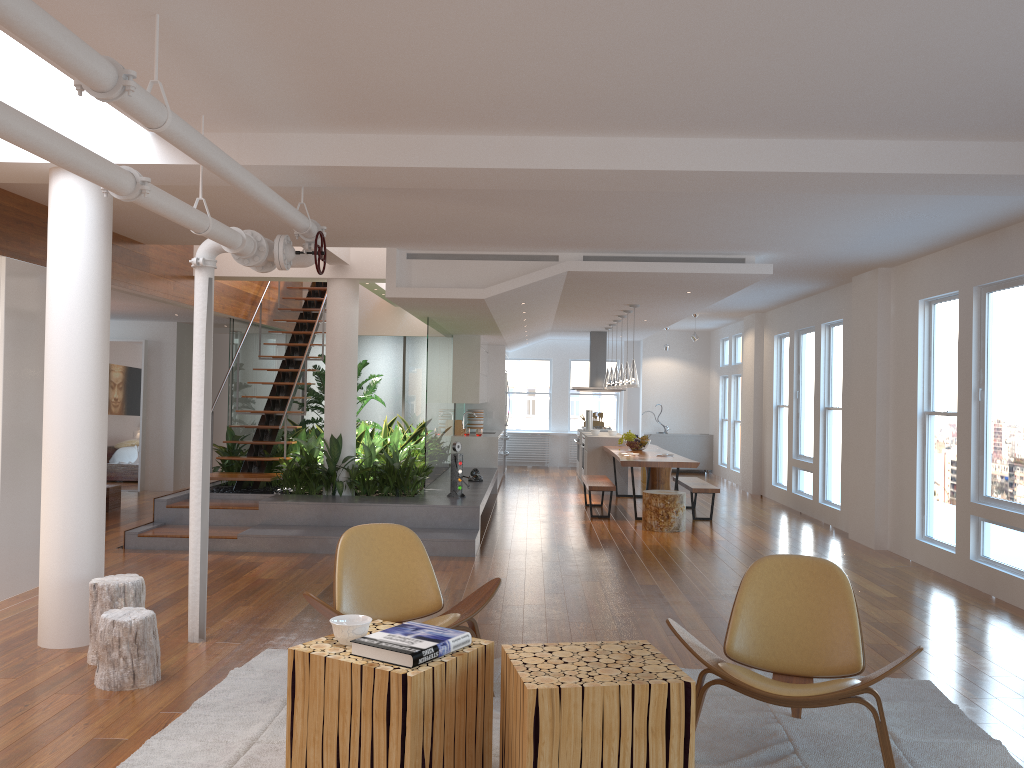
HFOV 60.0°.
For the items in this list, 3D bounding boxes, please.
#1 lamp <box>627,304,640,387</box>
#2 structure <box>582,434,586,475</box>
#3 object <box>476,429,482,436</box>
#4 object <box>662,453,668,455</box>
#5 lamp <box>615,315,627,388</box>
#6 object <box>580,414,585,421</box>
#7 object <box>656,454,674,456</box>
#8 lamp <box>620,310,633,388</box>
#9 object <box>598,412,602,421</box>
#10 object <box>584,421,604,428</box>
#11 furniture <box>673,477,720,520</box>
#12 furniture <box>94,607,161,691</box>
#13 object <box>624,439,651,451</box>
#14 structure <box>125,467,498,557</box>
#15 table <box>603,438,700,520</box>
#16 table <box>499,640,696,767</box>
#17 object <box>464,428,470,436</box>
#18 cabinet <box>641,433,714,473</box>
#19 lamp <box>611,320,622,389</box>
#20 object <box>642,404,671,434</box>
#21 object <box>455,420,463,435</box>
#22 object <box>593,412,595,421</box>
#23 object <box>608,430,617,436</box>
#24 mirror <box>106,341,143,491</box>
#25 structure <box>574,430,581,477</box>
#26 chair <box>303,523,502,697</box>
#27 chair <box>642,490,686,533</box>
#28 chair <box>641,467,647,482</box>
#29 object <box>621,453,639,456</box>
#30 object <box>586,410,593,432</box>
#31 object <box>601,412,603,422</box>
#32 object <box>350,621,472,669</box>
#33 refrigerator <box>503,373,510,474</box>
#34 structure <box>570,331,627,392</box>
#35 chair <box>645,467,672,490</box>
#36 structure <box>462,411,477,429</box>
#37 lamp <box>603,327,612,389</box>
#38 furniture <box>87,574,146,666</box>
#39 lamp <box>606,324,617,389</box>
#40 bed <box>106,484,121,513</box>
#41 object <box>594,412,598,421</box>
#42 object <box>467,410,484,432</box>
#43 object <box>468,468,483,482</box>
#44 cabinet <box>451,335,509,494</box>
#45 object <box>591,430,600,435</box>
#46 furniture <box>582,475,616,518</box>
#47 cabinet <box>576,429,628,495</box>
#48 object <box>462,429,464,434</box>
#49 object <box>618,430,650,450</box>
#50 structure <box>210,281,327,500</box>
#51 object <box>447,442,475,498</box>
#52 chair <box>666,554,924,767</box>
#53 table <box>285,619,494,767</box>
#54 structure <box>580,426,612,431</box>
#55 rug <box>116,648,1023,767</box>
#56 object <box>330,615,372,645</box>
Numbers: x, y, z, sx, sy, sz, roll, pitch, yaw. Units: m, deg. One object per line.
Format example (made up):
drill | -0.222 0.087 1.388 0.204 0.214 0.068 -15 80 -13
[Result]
lamp | 1.462 -0.490 10.643 0.160 1.060 0.160 1 -1 28
structure | 1.122 1.124 13.824 0.072 0.648 0.644 1 -1 1
object | -0.479 0.703 12.894 0.094 0.106 0.094 1 -1 7
object | 1.878 0.869 10.878 0.079 0.030 0.070 0 -1 45
lamp | 1.495 -0.472 12.088 0.160 1.060 0.160 1 -1 28
object | 1.295 0.660 15.703 0.199 0.259 0.016 1 -1 12
object | 1.878 0.875 10.878 0.222 0.020 0.222 1 -1 -7
lamp | 1.479 -0.481 11.365 0.160 1.060 0.160 1 -1 28
object | 1.549 0.649 15.682 0.068 0.298 0.039 1 -1 1
object | 1.449 0.725 15.691 0.353 0.157 0.084 1 -1 1
furniture | 2.244 1.403 10.897 0.316 0.389 1.433 1 -1 1
furniture | -1.859 1.276 4.305 0.294 0.333 0.292 1 -1 -28
object | 1.679 0.821 11.906 0.360 0.159 0.360 2 -1 -35
structure | -1.798 1.339 10.565 3.088 0.386 5.584 1 -1 1
table | 1.721 1.256 12.916 0.893 0.704 5.996 1 -1 1
table | 0.269 1.214 3.016 0.548 0.534 0.489 1 -1 -10
object | -0.660 0.700 12.944 0.094 0.106 0.094 1 -1 7
cabinet | 3.142 1.312 16.931 1.309 0.725 0.420 1 -1 1
lamp | 1.512 -0.463 12.811 0.160 1.060 0.160 1 -1 28
object | 2.769 0.661 16.904 0.590 0.563 0.210 1 -1 -27
object | -0.794 0.647 13.219 0.104 0.222 0.200 1 -1 1
object | 1.451 0.646 15.702 0.061 0.299 0.040 1 -1 -1
object | 1.503 0.736 13.244 0.152 0.082 0.152 2 -1 -38
mirror | -5.744 0.427 12.205 1.267 2.044 0.049 1 -1 1
structure | 1.401 1.189 15.229 0.649 0.735 0.890 1 -1 1
chair | -0.484 1.105 4.238 0.856 0.752 0.867 1 -1 6
chair | 1.640 1.367 9.572 0.460 0.400 0.460 1 -1 11
chair | 2.369 1.429 14.986 0.344 0.430 0.549 1 -1 5
object | 1.458 0.868 10.935 0.222 0.020 0.222 0 -1 42
object | 1.300 0.614 14.792 0.172 0.356 0.120 2 -1 -41
object | 1.586 0.650 15.699 0.057 0.294 0.030 1 -1 1
object | -0.352 0.913 3.118 0.279 0.048 0.334 1 -1 32
refrigerator | -0.405 0.693 15.703 0.725 1.772 0.908 1 -1 1
structure | 1.478 -0.567 15.233 0.909 1.405 0.900 1 -1 1
chair | 2.111 1.392 12.777 0.396 0.455 0.402 1 -1 -9
structure | -0.673 0.688 13.961 0.248 0.536 0.115 1 -1 1
lamp | 1.545 -0.446 14.257 0.160 1.060 0.160 1 -1 28
furniture | -2.070 1.234 4.664 0.290 0.418 0.298 2 -1 -36
lamp | 1.529 -0.454 13.534 0.160 1.060 0.160 1 -1 28
bed | -5.744 1.133 9.283 2.314 0.595 2.207 1 -1 1
object | 1.485 0.647 15.681 0.057 0.299 0.019 1 -1 1
object | -0.601 0.600 14.515 0.267 0.356 0.266 1 -1 27
object | -0.455 1.095 10.713 0.216 0.155 0.181 2 -1 -34
cabinet | -0.473 0.468 14.964 0.676 2.280 4.565 1 -1 1
object | 1.256 0.733 13.374 0.152 0.082 0.152 0 -1 41
furniture | 1.052 1.381 10.924 0.316 0.389 1.433 1 -1 1
cabinet | 1.420 1.204 14.320 0.597 0.832 2.936 1 -1 1
object | -0.775 0.676 13.467 0.100 0.170 0.173 1 -1 3
object | 1.655 0.757 11.921 0.394 0.284 0.292 2 -1 -35
structure | -1.956 -0.743 11.257 2.552 4.265 4.591 1 -1 1
object | -0.507 0.873 9.000 0.318 0.565 0.134 1 -1 38
chair | 1.150 1.126 3.482 0.867 0.752 0.856 2 -1 -38
table | -0.431 1.203 3.180 0.548 0.534 0.489 1 -1 31
structure | 1.451 0.764 15.245 0.520 0.073 0.650 1 -1 1
rug | 0.213 1.437 2.991 3.525 0.057 3.478 1 -1 6
object | -0.583 0.893 3.207 0.152 0.082 0.152 2 -1 -38
